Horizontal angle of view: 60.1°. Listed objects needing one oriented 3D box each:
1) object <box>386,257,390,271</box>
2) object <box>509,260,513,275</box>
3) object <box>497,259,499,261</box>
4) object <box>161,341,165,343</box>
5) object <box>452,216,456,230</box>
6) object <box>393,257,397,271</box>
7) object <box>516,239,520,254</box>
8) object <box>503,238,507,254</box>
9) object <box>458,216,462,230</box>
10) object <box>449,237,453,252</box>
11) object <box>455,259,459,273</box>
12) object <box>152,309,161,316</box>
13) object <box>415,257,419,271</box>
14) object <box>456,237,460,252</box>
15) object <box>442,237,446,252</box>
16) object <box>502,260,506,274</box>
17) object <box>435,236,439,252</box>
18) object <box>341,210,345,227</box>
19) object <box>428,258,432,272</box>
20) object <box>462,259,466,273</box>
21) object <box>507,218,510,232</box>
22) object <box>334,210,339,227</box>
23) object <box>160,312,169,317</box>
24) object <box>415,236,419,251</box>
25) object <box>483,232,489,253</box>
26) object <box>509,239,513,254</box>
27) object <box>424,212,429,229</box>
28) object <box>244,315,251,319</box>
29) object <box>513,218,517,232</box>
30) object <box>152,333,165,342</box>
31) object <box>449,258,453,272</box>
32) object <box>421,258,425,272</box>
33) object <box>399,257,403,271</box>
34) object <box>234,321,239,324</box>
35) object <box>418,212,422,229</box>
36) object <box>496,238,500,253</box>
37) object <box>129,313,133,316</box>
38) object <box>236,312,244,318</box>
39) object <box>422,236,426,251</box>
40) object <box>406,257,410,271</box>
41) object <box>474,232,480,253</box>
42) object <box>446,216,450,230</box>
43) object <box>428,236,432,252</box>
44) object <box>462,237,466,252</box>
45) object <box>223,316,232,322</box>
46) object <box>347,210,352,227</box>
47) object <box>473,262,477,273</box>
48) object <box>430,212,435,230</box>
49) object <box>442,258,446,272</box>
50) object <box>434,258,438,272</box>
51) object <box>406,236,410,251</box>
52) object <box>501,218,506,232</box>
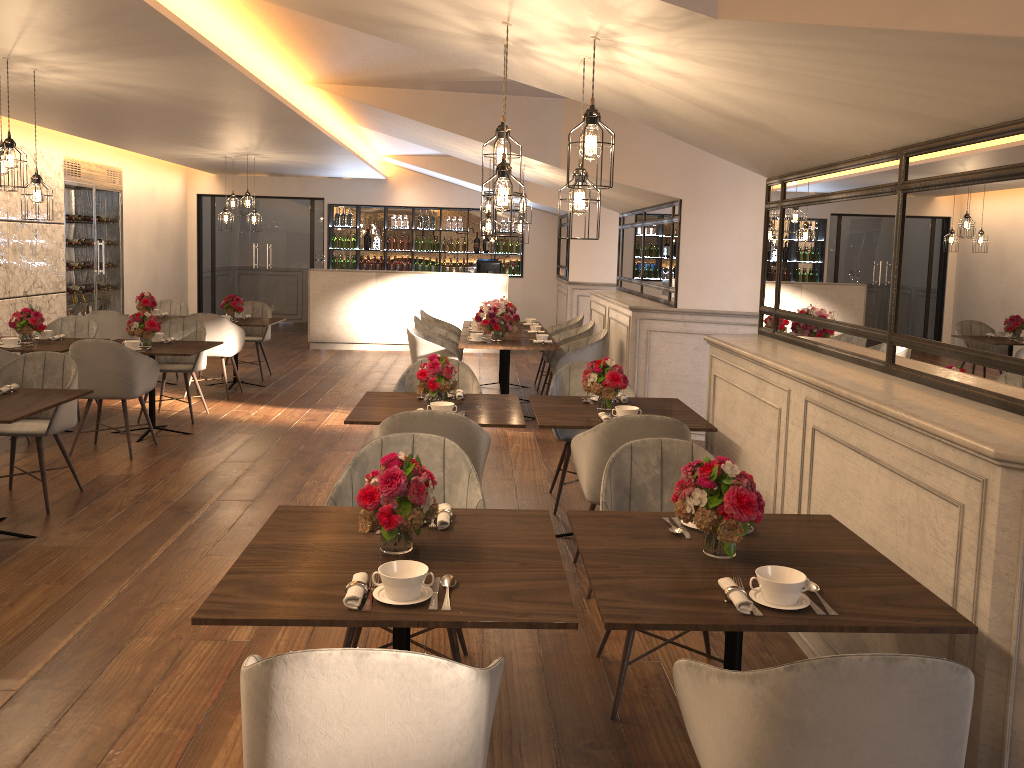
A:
[{"bbox_3d":[-2.101,-2.034,15.015,0.065,0.260,0.066,-1,6,-24],"label":"object"},{"bbox_3d":[-0.022,-1.988,15.098,0.065,0.260,0.066,-1,6,-24],"label":"object"},{"bbox_3d":[-0.243,-1.994,15.089,0.065,0.262,0.066,-1,6,-24],"label":"object"},{"bbox_3d":[-2.904,-0.362,7.418,0.025,0.024,0.194,1,9,-2],"label":"object"},{"bbox_3d":[-0.977,-2.718,14.960,0.070,0.234,0.041,1,6,-3],"label":"object"},{"bbox_3d":[-1.990,-2.032,15.020,0.065,0.260,0.066,-1,6,-24],"label":"object"},{"bbox_3d":[0.099,-2.344,15.068,0.065,0.260,0.066,-1,6,-24],"label":"object"},{"bbox_3d":[-0.122,-2.349,15.059,0.065,0.260,0.066,-1,6,-24],"label":"object"},{"bbox_3d":[-0.876,-2.715,14.964,0.070,0.234,0.041,1,6,-3],"label":"object"},{"bbox_3d":[-1.034,-2.370,15.023,0.065,0.260,0.066,-1,6,-24],"label":"object"},{"bbox_3d":[-0.934,-2.008,15.062,0.065,0.260,0.066,-1,6,-24],"label":"object"},{"bbox_3d":[-3.994,-0.794,9.871,0.148,0.072,0.149,5,9,20],"label":"object"},{"bbox_3d":[-1.619,-2.024,15.035,0.065,0.260,0.066,-1,6,-24],"label":"object"},{"bbox_3d":[-0.923,-2.367,15.027,0.065,0.260,0.066,-1,6,-24],"label":"object"},{"bbox_3d":[-1.144,-2.372,15.019,0.065,0.260,0.066,-1,6,-24],"label":"object"},{"bbox_3d":[-0.132,-1.990,15.094,0.065,0.260,0.066,-1,6,-24],"label":"object"},{"bbox_3d":[-1.277,-2.376,15.013,0.065,0.262,0.066,-1,6,-24],"label":"object"},{"bbox_3d":[-2.840,-2.797,14.882,0.075,0.308,0.075,7,7,41],"label":"object"},{"bbox_3d":[-1.398,-2.019,15.043,0.065,0.260,0.066,-1,6,-24],"label":"object"},{"bbox_3d":[-0.823,-2.006,15.066,0.065,0.260,0.066,-1,6,-24],"label":"object"},{"bbox_3d":[-0.045,-2.697,14.997,0.070,0.234,0.041,1,6,-3],"label":"object"},{"bbox_3d":[-2.944,-2.799,14.878,0.075,0.308,0.075,4,6,23],"label":"object"},{"bbox_3d":[-3.880,-0.775,9.877,0.056,0.039,0.177,1,9,-2],"label":"object"},{"bbox_3d":[-1.608,-2.383,15.000,0.065,0.260,0.066,-1,6,-24],"label":"object"},{"bbox_3d":[-0.437,-2.402,15.017,0.104,0.357,0.104,4,6,25],"label":"object"},{"bbox_3d":[-0.012,-2.347,15.064,0.065,0.260,0.066,-1,6,-24],"label":"object"},{"bbox_3d":[-1.445,-2.766,14.937,0.075,0.308,0.075,2,6,8],"label":"object"},{"bbox_3d":[-2.963,-0.754,9.913,0.056,0.039,0.177,1,9,-2],"label":"object"},{"bbox_3d":[0.055,-2.694,15.001,0.070,0.234,0.041,1,6,-3],"label":"object"},{"bbox_3d":[-2.983,-0.389,7.422,0.149,0.072,0.149,8,11,40],"label":"object"},{"bbox_3d":[-1.044,-2.011,15.058,0.065,0.260,0.066,-1,6,-24],"label":"object"},{"bbox_3d":[-1.508,-2.021,15.039,0.065,0.260,0.066,-1,6,-24],"label":"object"},{"bbox_3d":[-1.880,-2.030,15.024,0.065,0.260,0.066,-1,6,-24],"label":"object"},{"bbox_3d":[-2.906,-0.651,9.330,0.043,0.015,0.198,1,9,-6],"label":"object"},{"bbox_3d":[-1.549,-2.768,14.933,0.075,0.308,0.075,5,7,30],"label":"object"},{"bbox_3d":[-0.233,-2.353,15.055,0.065,0.262,0.066,-1,6,-24],"label":"object"},{"bbox_3d":[-3.935,-0.699,9.267,0.149,0.072,0.149,8,11,40],"label":"object"},{"bbox_3d":[-3.076,-0.773,9.907,0.148,0.072,0.149,5,9,20],"label":"object"},{"bbox_3d":[-1.498,-2.381,15.004,0.065,0.262,0.066,-1,6,-24],"label":"object"},{"bbox_3d":[-1.770,-2.027,15.029,0.065,0.260,0.066,-1,6,-24],"label":"object"},{"bbox_3d":[-0.594,-2.404,15.014,0.104,0.357,0.104,-3,8,-40],"label":"object"},{"bbox_3d":[-1.077,-2.720,14.956,0.070,0.234,0.041,1,6,-3],"label":"object"},{"bbox_3d":[-1.388,-2.379,15.009,0.065,0.262,0.066,-1,6,-24],"label":"object"},{"bbox_3d":[-0.813,-2.365,15.032,0.065,0.260,0.066,-1,6,-24],"label":"object"},{"bbox_3d":[-3.017,-0.679,9.303,0.149,0.072,0.149,8,11,40],"label":"object"},{"bbox_3d":[-2.736,-2.795,14.886,0.075,0.308,0.075,7,8,44],"label":"object"},{"bbox_3d":[-0.637,-1.973,15.076,0.065,0.206,0.065,7,8,43],"label":"object"},{"bbox_3d":[-1.340,-2.763,14.941,0.075,0.308,0.075,2,6,8],"label":"object"},{"bbox_3d":[-1.154,-2.013,15.053,0.065,0.260,0.066,-1,6,-24],"label":"object"},{"bbox_3d":[-1.287,-2.016,15.048,0.065,0.260,0.066,-1,6,-24],"label":"object"},{"bbox_3d":[-1.759,-2.386,14.994,0.065,0.260,0.066,-1,6,-24],"label":"object"},{"bbox_3d":[-0.146,-2.699,14.993,0.070,0.234,0.041,1,6,-3],"label":"object"}]
